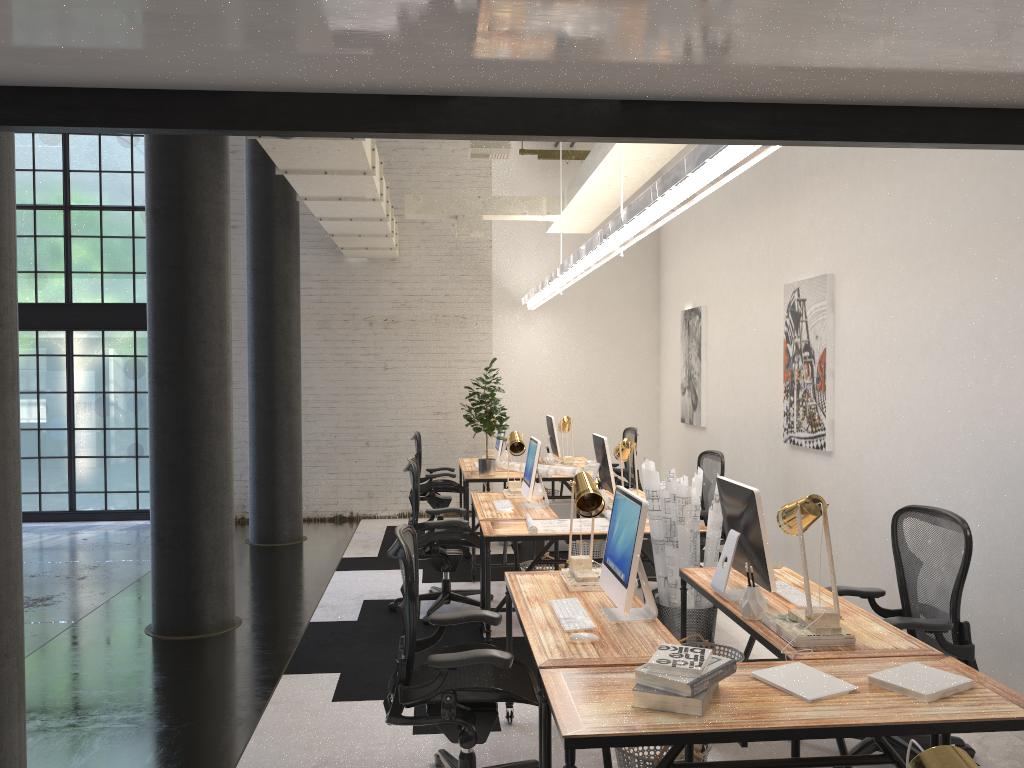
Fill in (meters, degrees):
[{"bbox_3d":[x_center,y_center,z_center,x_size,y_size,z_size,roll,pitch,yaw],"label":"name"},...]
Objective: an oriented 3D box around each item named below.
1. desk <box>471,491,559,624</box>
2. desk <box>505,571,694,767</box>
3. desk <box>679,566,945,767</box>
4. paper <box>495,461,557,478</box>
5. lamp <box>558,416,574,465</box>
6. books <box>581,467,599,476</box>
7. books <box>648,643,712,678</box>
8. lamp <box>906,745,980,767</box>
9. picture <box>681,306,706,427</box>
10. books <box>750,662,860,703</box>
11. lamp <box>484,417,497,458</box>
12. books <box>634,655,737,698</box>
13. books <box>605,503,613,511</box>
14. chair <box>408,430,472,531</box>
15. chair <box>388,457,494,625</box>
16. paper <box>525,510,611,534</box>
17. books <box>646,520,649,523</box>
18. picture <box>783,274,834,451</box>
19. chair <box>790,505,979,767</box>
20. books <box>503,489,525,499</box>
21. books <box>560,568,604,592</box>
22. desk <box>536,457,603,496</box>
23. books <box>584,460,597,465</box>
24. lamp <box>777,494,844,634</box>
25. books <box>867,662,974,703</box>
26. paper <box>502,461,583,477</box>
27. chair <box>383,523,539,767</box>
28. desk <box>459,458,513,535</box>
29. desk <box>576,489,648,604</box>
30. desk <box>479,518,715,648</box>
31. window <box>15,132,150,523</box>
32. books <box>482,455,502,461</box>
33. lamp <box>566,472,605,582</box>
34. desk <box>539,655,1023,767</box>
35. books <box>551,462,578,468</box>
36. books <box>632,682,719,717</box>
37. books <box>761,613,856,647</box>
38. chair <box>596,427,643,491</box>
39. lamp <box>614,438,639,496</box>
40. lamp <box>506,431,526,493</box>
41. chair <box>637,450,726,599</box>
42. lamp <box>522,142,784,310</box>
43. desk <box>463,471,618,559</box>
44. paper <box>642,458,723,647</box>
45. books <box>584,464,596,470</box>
[{"bbox_3d":[-0.008,1.236,6.466,0.529,0.725,1.400,0,1,-5],"label":"desk"},{"bbox_3d":[0.288,1.267,3.584,0.529,0.725,1.400,0,1,-5],"label":"desk"},{"bbox_3d":[1.132,1.262,3.650,0.529,0.725,1.400,0,1,-5],"label":"desk"},{"bbox_3d":[0.077,0.789,8.331,0.083,0.082,1.134,-1,1,-30],"label":"paper"},{"bbox_3d":[0.538,0.552,8.809,0.126,0.470,0.344,0,1,-5],"label":"lamp"},{"bbox_3d":[0.756,0.805,8.184,0.200,0.050,0.271,0,1,-8],"label":"books"},{"bbox_3d":[0.496,0.811,2.610,0.153,0.030,0.185,0,1,23],"label":"books"},{"bbox_3d":[0.516,0.661,1.011,0.126,0.470,0.344,0,1,-5],"label":"lamp"},{"bbox_3d":[1.847,-0.176,9.052,0.049,1.183,0.731,0,1,-5],"label":"picture"},{"bbox_3d":[0.886,0.903,2.694,0.205,0.019,0.243,-1,1,-28],"label":"books"},{"bbox_3d":[-0.228,0.548,9.493,0.126,0.470,0.344,0,1,-5],"label":"lamp"},{"bbox_3d":[0.510,0.843,2.603,0.193,0.044,0.257,0,1,42],"label":"books"},{"bbox_3d":[0.772,0.854,6.094,0.225,0.038,0.308,0,1,-5],"label":"books"},{"bbox_3d":[-0.739,1.012,8.992,0.792,1.086,0.770,-1,1,-21],"label":"chair"},{"bbox_3d":[-0.482,1.062,6.323,0.792,1.086,0.770,-1,1,-21],"label":"chair"},{"bbox_3d":[0.380,0.859,5.541,0.626,0.061,0.567,0,1,-7],"label":"paper"},{"bbox_3d":[0.997,0.871,5.590,0.243,0.019,0.205,0,1,32],"label":"books"},{"bbox_3d":[2.088,-0.146,6.279,0.049,1.183,0.731,0,1,-5],"label":"picture"},{"bbox_3d":[1.605,1.081,3.783,0.792,1.086,0.770,-1,1,-21],"label":"chair"},{"bbox_3d":[0.053,0.849,6.883,0.225,0.038,0.308,0,1,-5],"label":"books"},{"bbox_3d":[0.349,0.880,4.002,0.225,0.038,0.308,0,1,-5],"label":"books"},{"bbox_3d":[0.580,1.181,9.201,0.529,0.725,1.400,0,1,-5],"label":"desk"},{"bbox_3d":[0.761,0.726,8.199,0.153,0.030,0.185,0,1,-7],"label":"books"},{"bbox_3d":[1.089,0.633,3.258,0.127,0.470,0.344,0,1,-5],"label":"lamp"},{"bbox_3d":[1.234,0.899,2.682,0.235,0.024,0.200,-1,1,-32],"label":"books"},{"bbox_3d":[0.244,0.788,8.345,0.083,0.082,1.134,-1,1,-40],"label":"paper"},{"bbox_3d":[-0.187,1.093,3.442,0.792,1.086,0.770,-1,1,-21],"label":"chair"},{"bbox_3d":[-0.264,1.185,9.135,0.529,0.725,1.400,0,1,-5],"label":"desk"},{"bbox_3d":[0.837,1.231,6.532,0.529,0.725,1.400,0,1,-5],"label":"desk"},{"bbox_3d":[0.505,1.244,5.532,1.401,0.725,0.529,0,1,-5],"label":"desk"},{"bbox_3d":[-5.099,-0.954,10.202,2.491,5.181,0.137,0,2,-5],"label":"window"},{"bbox_3d":[-0.203,0.798,9.552,0.225,0.038,0.308,0,1,-5],"label":"books"},{"bbox_3d":[0.324,0.629,3.942,0.126,0.470,0.344,0,1,-5],"label":"lamp"},{"bbox_3d":[0.800,1.275,2.650,1.401,0.725,0.529,0,1,-5],"label":"desk"},{"bbox_3d":[0.516,0.804,8.763,0.225,0.038,0.308,0,1,-5],"label":"books"},{"bbox_3d":[0.483,0.890,2.600,0.200,0.050,0.271,0,1,22],"label":"books"},{"bbox_3d":[1.068,0.885,3.212,0.225,0.038,0.308,0,1,-5],"label":"books"},{"bbox_3d":[1.054,1.000,9.334,0.792,1.086,0.770,-1,1,-21],"label":"chair"},{"bbox_3d":[0.794,0.602,6.140,0.127,0.470,0.344,0,1,-5],"label":"lamp"},{"bbox_3d":[0.029,0.598,6.824,0.127,0.470,0.344,0,1,-5],"label":"lamp"},{"bbox_3d":[1.310,1.050,6.665,0.792,1.086,0.770,-1,1,-21],"label":"chair"},{"bbox_3d":[0.524,-2.185,6.351,0.226,2.865,7.299,0,1,-5],"label":"lamp"},{"bbox_3d":[0.248,1.193,8.201,1.401,0.725,0.529,0,1,-5],"label":"desk"},{"bbox_3d":[0.968,1.011,5.015,0.412,1.198,0.440,-1,2,-27],"label":"paper"},{"bbox_3d":[0.777,0.757,8.200,0.193,0.044,0.257,0,1,12],"label":"books"}]
